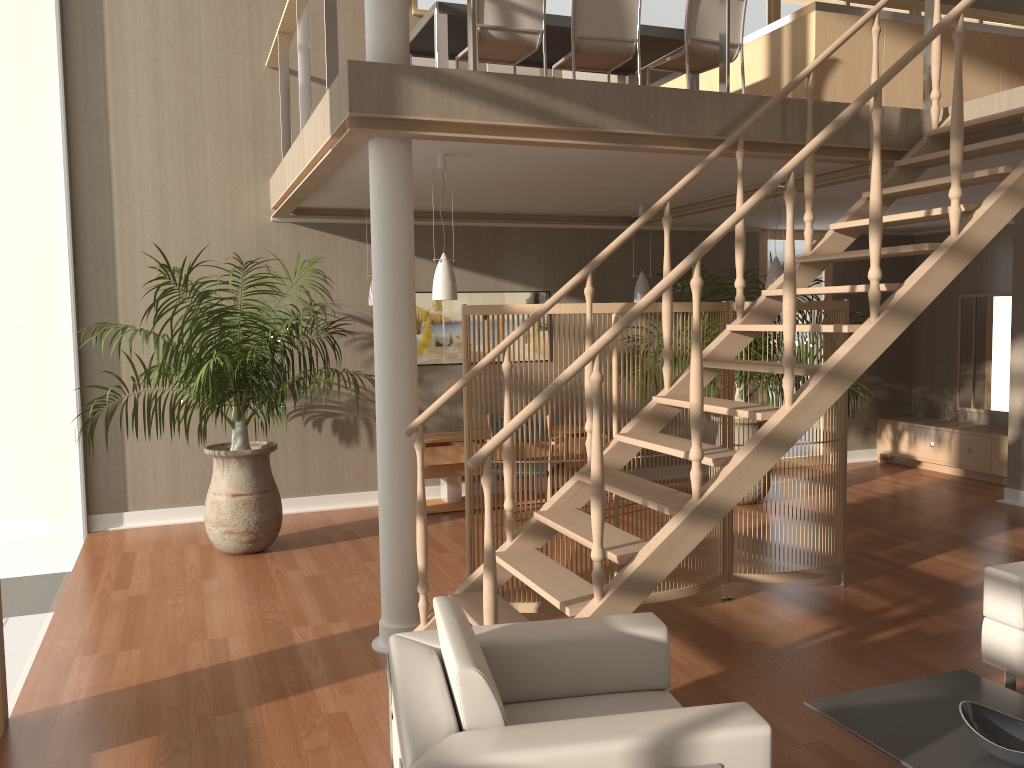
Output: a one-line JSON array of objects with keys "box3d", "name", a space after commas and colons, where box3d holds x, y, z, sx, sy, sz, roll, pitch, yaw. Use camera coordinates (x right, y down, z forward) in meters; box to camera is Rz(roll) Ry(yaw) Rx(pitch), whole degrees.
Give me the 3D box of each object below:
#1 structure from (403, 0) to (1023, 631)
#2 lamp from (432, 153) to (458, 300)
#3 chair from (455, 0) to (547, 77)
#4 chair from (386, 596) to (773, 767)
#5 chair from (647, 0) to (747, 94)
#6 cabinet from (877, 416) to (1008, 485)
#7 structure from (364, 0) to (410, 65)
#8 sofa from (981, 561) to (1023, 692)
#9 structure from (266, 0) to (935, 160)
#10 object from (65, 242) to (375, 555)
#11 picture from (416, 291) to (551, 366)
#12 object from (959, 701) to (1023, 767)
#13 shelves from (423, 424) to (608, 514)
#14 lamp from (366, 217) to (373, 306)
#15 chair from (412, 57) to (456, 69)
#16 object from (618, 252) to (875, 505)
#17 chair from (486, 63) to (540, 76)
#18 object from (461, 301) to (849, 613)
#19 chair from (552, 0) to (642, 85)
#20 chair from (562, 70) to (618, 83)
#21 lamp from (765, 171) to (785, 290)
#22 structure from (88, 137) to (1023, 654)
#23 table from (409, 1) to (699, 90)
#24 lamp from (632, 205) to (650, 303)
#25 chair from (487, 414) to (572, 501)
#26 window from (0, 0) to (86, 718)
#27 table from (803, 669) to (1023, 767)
[{"box3d": [1.119, -0.528, 3.973, 3.150, 3.578, 1.000, -3, 5, -20], "name": "structure"}, {"box3d": [-0.379, -0.865, 4.903, 0.139, 0.800, 0.139, -1, 4, -6], "name": "lamp"}, {"box3d": [-0.078, -1.918, 5.216, 0.430, 0.796, 0.496, -3, 5, -20], "name": "chair"}, {"box3d": [0.122, 1.022, 2.526, 0.905, 0.740, 0.900, -2, 4, -11], "name": "chair"}, {"box3d": [1.130, -1.959, 5.500, 0.430, 0.796, 0.496, -3, 5, -25], "name": "chair"}, {"box3d": [4.389, 0.641, 8.488, 0.500, 0.458, 1.911, -3, 5, -20], "name": "cabinet"}, {"box3d": [-0.592, -2.622, 4.031, 0.200, 2.400, 0.200, -3, 5, -20], "name": "structure"}, {"box3d": [2.584, 0.959, 2.835, 0.905, 0.740, 1.781, -3, 5, -20], "name": "sofa"}, {"box3d": [0.215, -2.033, 5.998, 3.300, 0.900, 3.475, -3, 5, -20], "name": "structure"}, {"box3d": [-1.895, 0.221, 6.051, 2.109, 2.304, 2.157, -3, 5, -28], "name": "object"}, {"box3d": [-0.270, -0.494, 7.777, 1.317, 0.633, 0.010, -3, 5, -20], "name": "picture"}, {"box3d": [1.438, 1.009, 2.514, 0.317, 0.125, 0.223, 3, 6, 41], "name": "object"}, {"box3d": [-0.058, 0.713, 7.479, 1.600, 0.590, 0.658, -3, 5, -20], "name": "shelves"}, {"box3d": [-0.997, -0.981, 6.544, 0.139, 0.800, 0.139, 3, 6, 44], "name": "lamp"}, {"box3d": [-0.509, -1.992, 6.278, 0.430, 0.796, 0.496, -3, 5, -25], "name": "chair"}, {"box3d": [1.895, 0.055, 7.447, 2.157, 2.304, 2.109, -4, 5, -32], "name": "object"}, {"box3d": [0.110, -2.009, 6.370, 0.430, 0.796, 0.496, -3, 5, -25], "name": "chair"}, {"box3d": [0.862, 0.346, 4.659, 2.229, 1.542, 0.233, -2, 5, -15], "name": "object"}, {"box3d": [0.503, -1.944, 5.427, 0.430, 0.796, 0.496, -2, 5, -15], "name": "chair"}, {"box3d": [0.640, -2.033, 6.576, 0.430, 0.796, 0.496, -2, 4, -11], "name": "chair"}, {"box3d": [1.692, -0.957, 5.677, 0.139, 0.800, 0.139, 0, 5, 15], "name": "lamp"}, {"box3d": [3.255, -0.091, 4.676, 10.775, 2.533, 8.342, -3, 5, -20], "name": "structure"}, {"box3d": [0.241, -1.952, 5.980, 1.800, 0.740, 0.900, -3, 5, -20], "name": "table"}, {"box3d": [1.074, -1.072, 7.318, 0.139, 0.800, 0.139, 3, 6, 44], "name": "lamp"}, {"box3d": [0.118, 0.638, 6.806, 0.582, 0.856, 0.509, 1, 5, 19], "name": "chair"}, {"box3d": [-2.673, -1.154, 4.936, 0.020, 5.200, 3.340, -3, 5, -20], "name": "window"}, {"box3d": [1.513, 1.220, 2.473, 0.700, 0.293, 1.260, -3, 5, -20], "name": "table"}]
